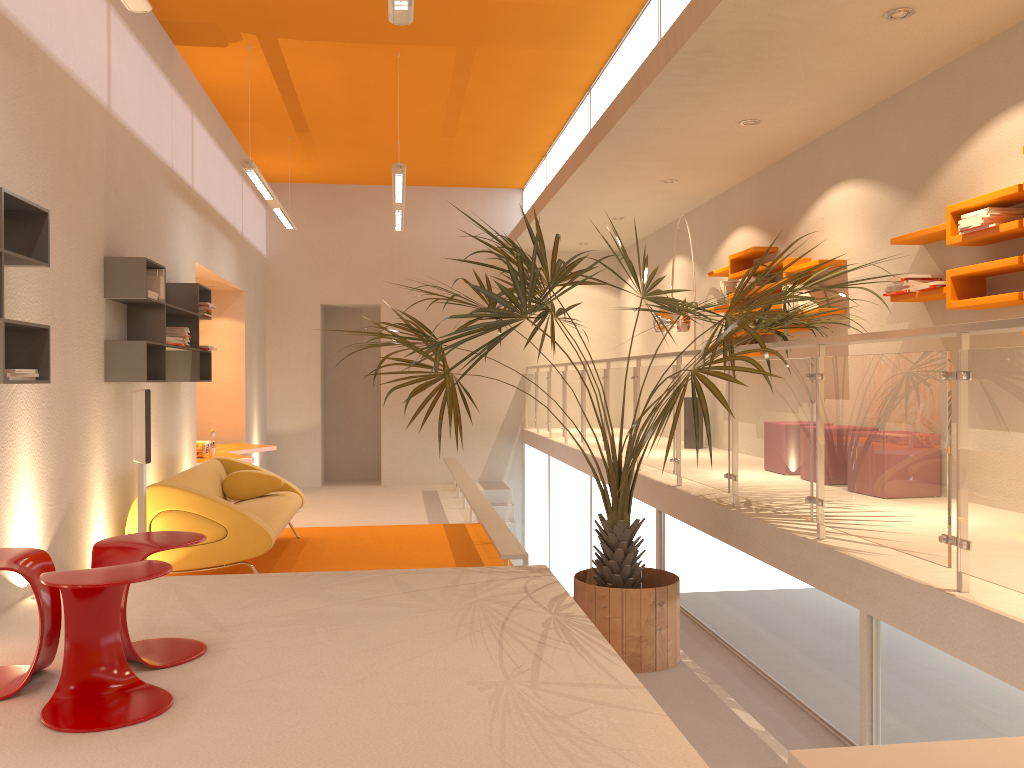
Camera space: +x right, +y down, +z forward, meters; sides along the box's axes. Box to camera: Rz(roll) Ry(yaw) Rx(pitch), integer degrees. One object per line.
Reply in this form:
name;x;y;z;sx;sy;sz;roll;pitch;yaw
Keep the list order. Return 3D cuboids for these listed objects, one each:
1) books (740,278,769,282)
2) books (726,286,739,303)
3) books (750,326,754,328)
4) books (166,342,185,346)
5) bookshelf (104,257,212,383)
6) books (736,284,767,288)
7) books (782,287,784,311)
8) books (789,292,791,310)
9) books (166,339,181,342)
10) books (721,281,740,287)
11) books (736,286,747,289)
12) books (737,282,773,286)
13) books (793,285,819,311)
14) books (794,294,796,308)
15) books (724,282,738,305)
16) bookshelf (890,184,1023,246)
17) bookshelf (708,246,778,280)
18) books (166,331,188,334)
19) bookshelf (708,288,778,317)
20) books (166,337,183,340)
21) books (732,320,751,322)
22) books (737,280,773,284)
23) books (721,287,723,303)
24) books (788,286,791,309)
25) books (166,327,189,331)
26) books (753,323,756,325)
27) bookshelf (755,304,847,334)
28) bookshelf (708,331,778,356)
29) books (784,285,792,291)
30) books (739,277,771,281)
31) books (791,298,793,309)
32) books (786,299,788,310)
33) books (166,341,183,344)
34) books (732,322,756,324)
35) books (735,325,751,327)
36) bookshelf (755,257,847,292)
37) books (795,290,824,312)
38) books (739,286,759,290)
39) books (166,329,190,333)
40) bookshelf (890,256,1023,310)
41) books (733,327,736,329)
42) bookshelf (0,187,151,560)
books;2.142;-0.910;7.831;0.190;0.015;0.254;0;0;-1
books;2.103;-0.827;8.255;0.230;0.169;0.023;0;0;-7
books;2.142;-0.496;7.778;0.226;0.017;0.230;0;0;-7
books;-2.490;-0.283;6.292;0.210;0.013;0.297;0;0;8
bookshelf;-2.561;-0.408;6.566;0.252;0.790;2.000;0;0;-7
books;2.131;-0.863;7.815;0.254;0.015;0.190;0;0;-11
books;2.255;-0.670;7.029;0.230;0.227;0.017;0;0;-7
books;2.270;-0.641;6.904;0.230;0.169;0.027;0;0;-7
books;-2.491;-0.308;6.279;0.190;0.015;0.254;0;0;4
books;2.088;-0.856;8.358;0.230;0.227;0.017;0;0;-7
books;2.141;-0.849;7.818;0.268;0.011;0.190;0;0;-6
books;2.139;-0.878;7.813;0.254;0.015;0.190;0;0;-6
books;2.272;-0.661;6.852;0.207;0.210;0.021;0;0;-7
books;2.275;-0.634;6.837;0.207;0.156;0.009;0;0;-7
books;2.085;-0.847;8.283;0.207;0.210;0.021;0;0;-7
bookshelf;2.543;-0.886;4.979;0.220;0.220;1.150;0;0;-7
bookshelf;2.119;-1.079;8.228;0.220;0.220;1.150;0;0;-7
books;-2.535;-0.381;6.635;0.190;0.015;0.254;0;0;-16
bookshelf;2.120;-0.723;8.230;0.220;0.220;1.150;0;0;-7
books;-2.487;-0.323;6.286;0.190;0.015;0.254;0;0;9
books;2.105;-0.569;8.063;0.226;0.017;0.230;0;0;-7
books;2.141;-0.894;7.826;0.227;0.017;0.230;0;0;-12
books;2.083;-0.827;8.335;0.230;0.169;0.027;0;0;-7
books;2.261;-0.661;6.937;0.207;0.210;0.021;0;0;-7
books;-2.547;-0.412;6.643;0.230;0.017;0.226;0;0;-17
books;2.103;-0.537;8.077;0.230;0.017;0.227;0;0;-12
bookshelf;2.273;-0.538;7.059;0.220;0.220;1.150;0;0;-7
bookshelf;2.121;-0.365;8.232;0.220;0.220;1.150;0;0;-7
books;2.264;-0.670;7.012;0.230;0.227;0.017;0;0;-7
books;2.155;-0.926;7.828;0.230;0.017;0.227;0;0;-7
books;2.281;-0.641;6.877;0.230;0.169;0.027;0;0;-7
books;2.270;-0.641;6.962;0.230;0.169;0.027;0;0;-7
books;-2.491;-0.295;6.289;0.190;0.011;0.268;0;0;9
books;2.108;-0.553;8.076;0.254;0.015;0.190;0;0;-1
books;2.090;-0.521;8.079;0.190;0.015;0.254;0;0;-6
bookshelf;2.272;-0.895;7.058;0.220;0.220;1.150;0;0;-7
books;2.291;-0.640;6.823;0.230;0.169;0.023;0;0;-7
books;2.148;-0.837;7.813;0.210;0.013;0.297;0;0;-7
books;-2.534;-0.396;6.643;0.190;0.015;0.254;0;0;-11
bookshelf;2.544;-0.528;4.980;0.220;0.220;1.150;0;0;-7
books;2.092;-0.506;8.087;0.190;0.015;0.254;0;0;-11
bookshelf;-2.163;0.283;3.717;0.322;2.145;3.370;0;0;-5
